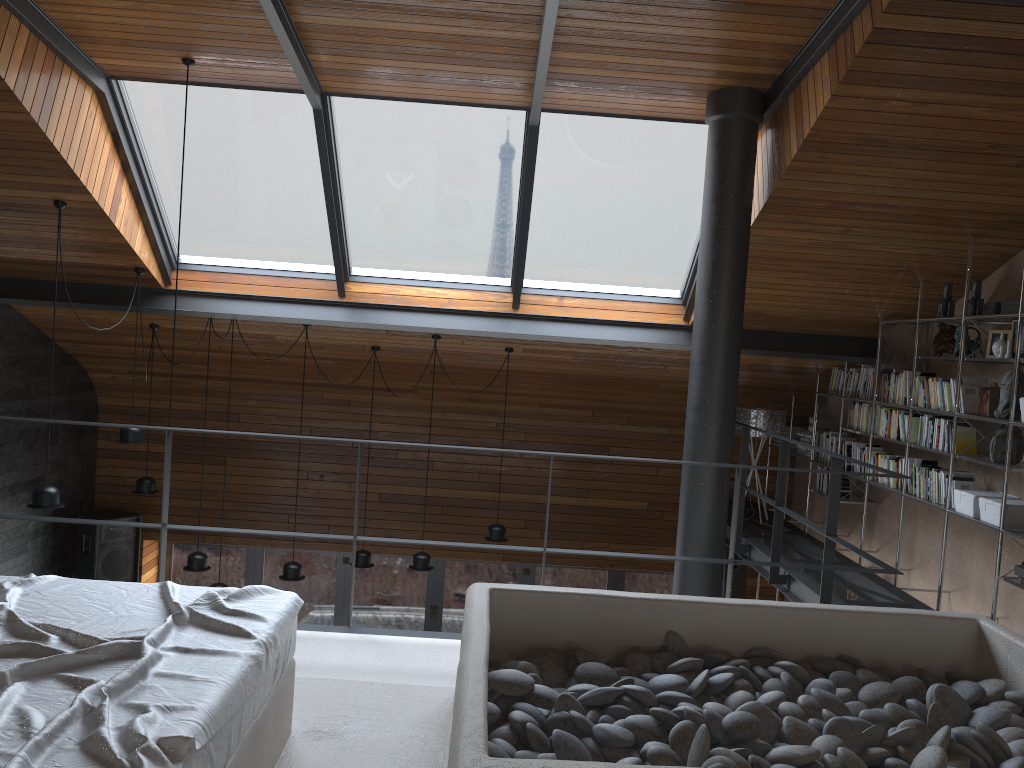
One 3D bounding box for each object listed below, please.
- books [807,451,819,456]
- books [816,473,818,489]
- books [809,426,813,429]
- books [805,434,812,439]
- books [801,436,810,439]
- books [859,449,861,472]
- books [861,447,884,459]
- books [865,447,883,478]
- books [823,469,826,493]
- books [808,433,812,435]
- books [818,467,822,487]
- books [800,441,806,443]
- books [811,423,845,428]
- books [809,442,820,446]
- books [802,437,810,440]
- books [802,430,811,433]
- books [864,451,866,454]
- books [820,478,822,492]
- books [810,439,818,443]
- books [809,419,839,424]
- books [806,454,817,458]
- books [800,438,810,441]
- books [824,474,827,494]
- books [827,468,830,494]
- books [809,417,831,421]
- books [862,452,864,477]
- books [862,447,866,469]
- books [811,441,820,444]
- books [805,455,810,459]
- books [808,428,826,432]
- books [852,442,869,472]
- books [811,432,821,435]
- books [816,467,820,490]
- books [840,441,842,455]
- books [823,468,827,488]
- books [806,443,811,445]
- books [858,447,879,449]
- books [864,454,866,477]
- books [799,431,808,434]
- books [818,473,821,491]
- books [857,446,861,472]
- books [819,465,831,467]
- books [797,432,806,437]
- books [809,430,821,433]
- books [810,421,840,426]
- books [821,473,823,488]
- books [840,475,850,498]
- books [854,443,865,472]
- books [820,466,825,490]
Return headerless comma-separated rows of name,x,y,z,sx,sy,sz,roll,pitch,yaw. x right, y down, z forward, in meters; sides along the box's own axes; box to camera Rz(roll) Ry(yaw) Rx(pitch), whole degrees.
books,2.701,0.611,7.683,0.239,0.021,0.174,4,3,4
books,2.663,0.805,7.562,0.127,0.201,0.011,4,2,-2
books,2.712,0.388,7.673,0.228,0.016,0.182,4,3,-2
books,2.708,0.464,7.676,0.288,0.025,0.175,4,3,4
books,2.731,0.482,7.970,0.206,0.013,0.161,4,3,-7
books,2.697,0.597,6.724,0.127,0.200,0.046,4,2,-2
books,2.725,0.587,6.709,0.177,0.217,0.046,4,2,-2
books,2.695,0.588,6.604,0.122,0.230,0.057,4,2,-2
books,2.651,0.813,7.374,0.111,0.198,0.008,4,2,-2
books,2.708,0.443,7.685,0.254,0.012,0.158,4,3,10
books,2.661,0.807,7.510,0.127,0.201,0.011,4,2,-2
books,2.721,0.536,7.956,0.234,0.016,0.182,3,3,-12
books,2.737,0.367,7.674,0.234,0.028,0.180,4,3,-2
books,2.712,0.523,7.685,0.222,0.012,0.160,4,3,-7
books,2.736,0.493,7.980,0.208,0.013,0.161,4,3,3
books,2.734,0.431,7.974,0.206,0.012,0.161,4,3,-2
books,2.692,0.601,6.642,0.111,0.197,0.043,4,2,-2
books,2.657,0.818,7.448,0.117,0.183,0.012,4,2,-2
books,2.719,0.498,7.675,0.225,0.017,0.167,4,3,-2
books,2.721,0.323,7.688,0.228,0.016,0.182,4,3,-2
books,2.698,0.630,7.680,0.247,0.016,0.182,4,3,-2
books,2.725,0.504,7.977,0.206,0.012,0.161,3,3,-12
books,2.653,0.825,7.366,0.112,0.177,0.009,4,2,-2
books,2.680,0.809,7.322,0.155,0.215,0.055,4,2,-2
books,2.728,0.307,7.698,0.228,0.016,0.182,4,3,-2
books,2.693,0.608,6.660,0.117,0.182,0.044,4,2,-2
books,2.713,0.589,6.677,0.161,0.222,0.055,4,2,-2
books,2.722,0.512,7.686,0.227,0.013,0.160,4,3,10
books,2.693,0.645,7.697,0.252,0.016,0.182,4,3,4
books,2.702,0.403,7.687,0.208,0.017,0.167,4,3,-2
books,2.719,0.574,6.901,0.148,0.233,0.053,4,2,-2
books,2.722,0.432,7.680,0.222,0.012,0.160,4,3,4
books,2.653,0.806,7.521,0.127,0.201,0.011,4,2,-2
books,2.673,0.570,7.090,0.137,0.215,0.014,4,2,-2
books,2.659,0.797,7.387,0.122,0.230,0.017,4,2,-2
books,2.702,0.543,7.680,0.258,0.028,0.180,4,3,4
books,2.718,0.588,6.756,0.171,0.218,0.047,4,2,-2
books,2.683,0.614,6.622,0.111,0.174,0.041,4,2,-2
books,2.718,0.443,7.978,0.231,0.012,0.159,4,3,3
books,2.655,0.821,7.497,0.119,0.172,0.014,4,2,-2
books,2.717,0.588,6.765,0.164,0.217,0.048,4,2,-2
books,2.689,0.798,7.531,0.177,0.219,0.008,4,2,-2
books,2.720,0.463,7.969,0.268,0.025,0.176,4,3,-2
books,2.707,0.418,7.697,0.201,0.012,0.161,4,3,-2
books,2.718,0.342,7.688,0.216,0.021,0.174,4,3,-2
books,2.651,0.821,7.437,0.112,0.177,0.009,4,2,-2
books,2.671,0.826,7.202,0.138,0.191,0.049,4,2,-2
books,2.720,0.577,6.853,0.148,0.233,0.053,4,2,-2
books,2.678,0.799,7.461,0.161,0.223,0.017,4,2,-2
